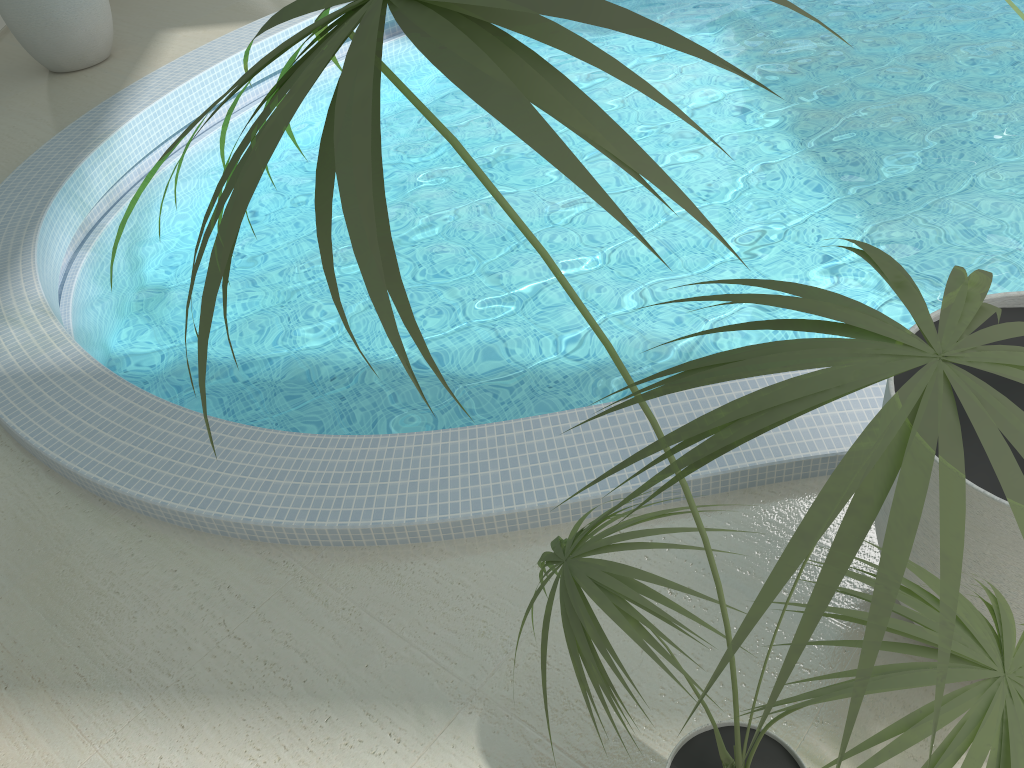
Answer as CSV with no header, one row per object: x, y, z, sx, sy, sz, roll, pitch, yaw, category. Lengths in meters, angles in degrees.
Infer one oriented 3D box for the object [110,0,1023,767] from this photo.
0.233,0.311,1.108,1.059,1.695,0.791,16,46,27,object

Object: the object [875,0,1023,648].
0.983,-0.493,0.920,2.979,2.960,2.729,3,42,13,object

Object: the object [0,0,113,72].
-2.872,-3.329,4.924,2.729,2.960,2.979,-22,42,-15,object
